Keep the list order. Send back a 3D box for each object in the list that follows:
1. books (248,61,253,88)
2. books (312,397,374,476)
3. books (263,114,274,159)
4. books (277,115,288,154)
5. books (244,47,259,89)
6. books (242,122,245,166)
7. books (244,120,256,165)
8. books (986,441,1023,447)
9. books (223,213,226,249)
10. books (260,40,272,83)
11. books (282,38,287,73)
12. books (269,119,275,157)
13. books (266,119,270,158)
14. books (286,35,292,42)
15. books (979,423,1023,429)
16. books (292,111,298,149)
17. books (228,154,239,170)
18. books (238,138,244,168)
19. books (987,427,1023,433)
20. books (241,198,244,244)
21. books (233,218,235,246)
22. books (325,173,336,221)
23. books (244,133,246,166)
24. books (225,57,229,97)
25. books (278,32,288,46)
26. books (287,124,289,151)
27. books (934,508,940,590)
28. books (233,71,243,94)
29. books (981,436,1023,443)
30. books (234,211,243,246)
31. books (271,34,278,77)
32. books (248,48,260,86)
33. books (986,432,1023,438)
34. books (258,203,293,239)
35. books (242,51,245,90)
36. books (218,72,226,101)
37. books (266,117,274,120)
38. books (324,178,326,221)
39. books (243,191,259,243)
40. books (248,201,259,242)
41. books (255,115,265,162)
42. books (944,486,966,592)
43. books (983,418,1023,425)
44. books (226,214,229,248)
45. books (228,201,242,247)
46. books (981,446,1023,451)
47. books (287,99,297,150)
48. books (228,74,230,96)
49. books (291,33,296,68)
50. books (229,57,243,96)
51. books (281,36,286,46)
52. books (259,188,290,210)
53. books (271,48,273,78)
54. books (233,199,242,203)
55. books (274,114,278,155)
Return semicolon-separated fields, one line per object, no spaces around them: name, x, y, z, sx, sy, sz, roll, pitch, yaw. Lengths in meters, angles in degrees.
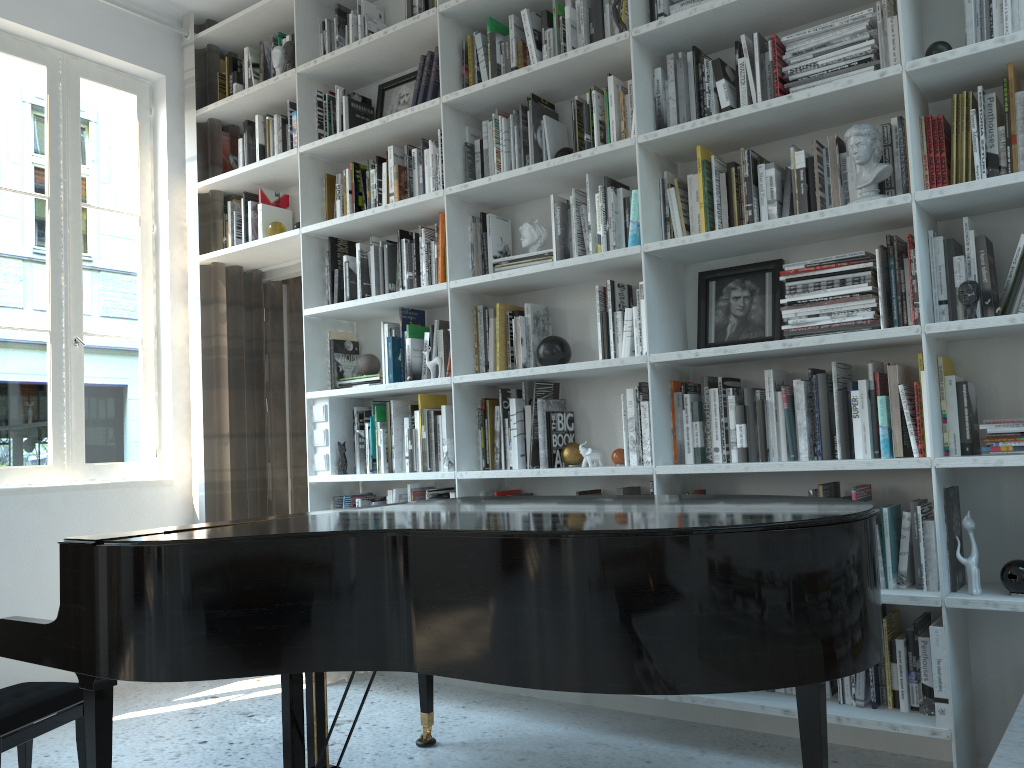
books;-1.236;-1.485;4.426;0.030;0.206;0.175;-5;-5;36
books;-0.753;0.236;3.992;0.106;0.340;0.307;-5;-5;36
books;-1.148;-1.167;4.374;0.037;0.291;0.155;-5;-5;36
books;-1.060;-1.157;4.296;0.030;0.250;0.166;-5;-5;36
books;-1.255;-1.521;4.453;0.028;0.283;0.189;-5;-5;36
books;-1.289;-1.155;4.480;0.011;0.296;0.162;-5;-5;36
books;-1.248;-1.154;4.427;0.023;0.282;0.186;-5;-5;36
books;1.439;0.157;2.388;0.254;0.012;0.161;-6;-6;42
books;-1.399;-0.744;4.534;0.013;0.228;0.179;-5;-5;36
books;-1.166;-1.529;4.388;0.039;0.282;0.181;-5;-5;36
books;-1.035;-1.523;4.289;0.025;0.243;0.167;-5;-5;36
books;-1.108;-1.148;4.334;0.022;0.244;0.173;-5;-5;36
books;-1.122;-1.149;4.343;0.012;0.249;0.192;-5;-5;36
books;-1.011;-1.529;4.284;0.021;0.253;0.179;-5;-5;36
books;1.437;0.108;2.391;0.285;0.012;0.159;-6;-6;40
books;-0.957;-1.156;4.216;0.029;0.229;0.191;-5;-5;36
books;-1.363;-1.087;4.541;0.121;0.175;0.129;-5;-5;36
books;-1.307;-1.114;4.488;0.034;0.217;0.166;-5;-5;36
books;1.431;0.120;2.384;0.254;0.012;0.161;-6;-5;36
books;-1.286;-0.781;4.464;0.022;0.281;0.156;-5;-5;36
books;-1.337;-0.734;4.499;0.029;0.197;0.160;-5;-5;36
books;-0.790;-0.822;4.092;0.012;0.263;0.180;-5;-5;36
books;-1.263;-1.125;4.442;0.023;0.228;0.171;-5;-5;36
books;-1.391;-1.509;4.544;0.014;0.285;0.175;-5;-5;36
books;-1.094;-1.551;4.356;0.029;0.314;0.129;-5;-5;36
books;-1.025;-1.139;4.292;0.028;0.212;0.138;-5;-5;36
books;1.241;0.466;2.538;0.025;0.228;0.133;-5;-5;36
books;-1.332;-1.465;4.498;0.028;0.186;0.182;-5;-5;36
books;1.437;0.144;2.387;0.285;0.012;0.159;-6;-6;39
books;-1.327;-0.747;4.482;0.010;0.220;0.181;-5;-5;36
books;-1.118;-1.544;4.359;0.014;0.304;0.145;-5;-5;36
books;-1.213;-1.516;4.403;0.057;0.262;0.190;-5;-5;36
books;1.439;0.132;2.391;0.254;0.012;0.161;-6;-6;41
books;-1.158;-0.761;4.347;0.029;0.211;0.187;-5;-5;36
books;-1.289;-1.516;4.479;0.010;0.281;0.160;-5;-5;36
books;-1.440;-1.471;4.575;0.014;0.219;0.188;-5;-5;36
books;-1.132;-1.158;4.351;0.013;0.268;0.162;-5;-5;36
books;-0.807;-0.814;4.126;0.012;0.254;0.161;-5;-5;36
books;-1.257;-0.794;4.416;0.013;0.297;0.187;-5;-5;36
books;-1.217;-0.768;4.381;0.021;0.236;0.188;-5;-5;36
books;-1.183;-1.163;4.374;0.021;0.285;0.179;-5;-5;36
books;1.258;0.436;2.517;0.012;0.285;0.159;-5;-5;36
books;1.432;0.096;2.387;0.161;0.012;0.254;2;-6;-45
books;-1.388;-0.742;4.526;0.013;0.222;0.162;-5;-5;36
books;-1.364;-0.774;4.510;0.023;0.281;0.170;-5;-5;36
books;1.441;0.169;2.390;0.285;0.012;0.159;-6;-6;41
books;-0.997;-1.189;4.253;0.012;0.303;0.189;-5;-5;36
books;-1.371;-1.465;4.532;0.024;0.194;0.167;-5;-5;36
books;-0.993;-1.534;4.267;0.027;0.259;0.147;-5;-5;36
books;-1.356;-1.504;4.516;0.025;0.269;0.177;-5;-5;36
books;-1.060;-1.535;4.325;0.013;0.275;0.158;-5;-5;36
books;-1.169;-0.802;4.373;0.013;0.298;0.179;-5;-5;36
books;-1.126;-1.519;4.382;0.030;0.257;0.130;-5;-5;36
books;-1.366;-0.783;4.540;0.013;0.302;0.135;-5;-5;36
books;-1.082;-1.159;4.313;0.025;0.261;0.167;-5;-5;36
